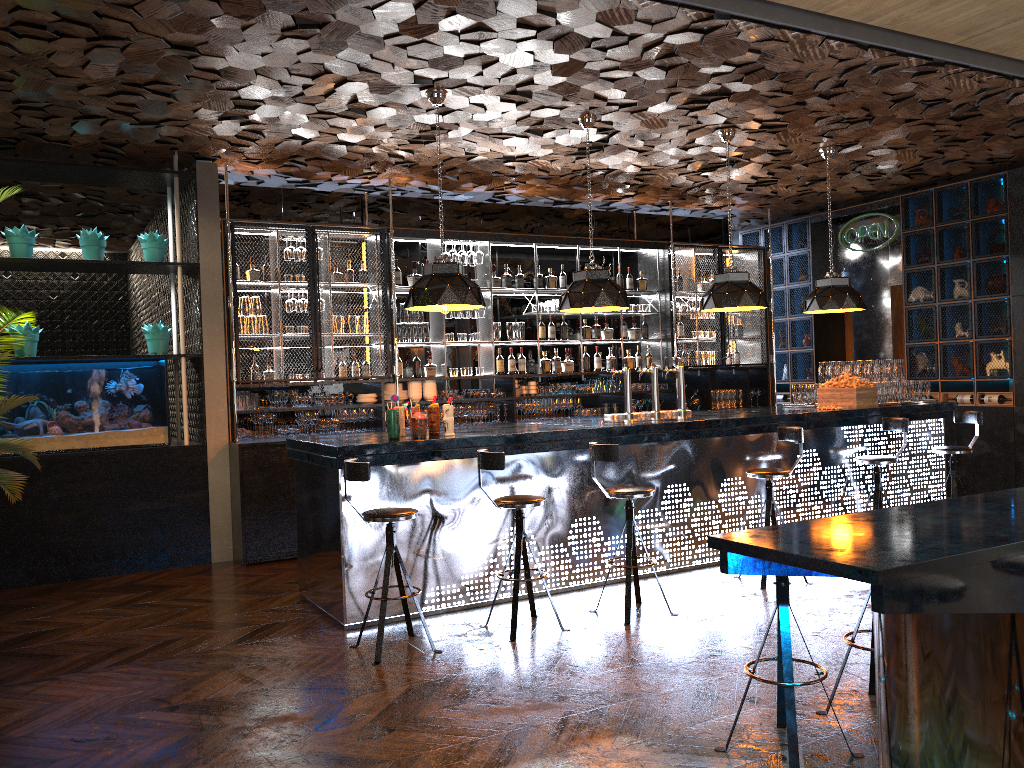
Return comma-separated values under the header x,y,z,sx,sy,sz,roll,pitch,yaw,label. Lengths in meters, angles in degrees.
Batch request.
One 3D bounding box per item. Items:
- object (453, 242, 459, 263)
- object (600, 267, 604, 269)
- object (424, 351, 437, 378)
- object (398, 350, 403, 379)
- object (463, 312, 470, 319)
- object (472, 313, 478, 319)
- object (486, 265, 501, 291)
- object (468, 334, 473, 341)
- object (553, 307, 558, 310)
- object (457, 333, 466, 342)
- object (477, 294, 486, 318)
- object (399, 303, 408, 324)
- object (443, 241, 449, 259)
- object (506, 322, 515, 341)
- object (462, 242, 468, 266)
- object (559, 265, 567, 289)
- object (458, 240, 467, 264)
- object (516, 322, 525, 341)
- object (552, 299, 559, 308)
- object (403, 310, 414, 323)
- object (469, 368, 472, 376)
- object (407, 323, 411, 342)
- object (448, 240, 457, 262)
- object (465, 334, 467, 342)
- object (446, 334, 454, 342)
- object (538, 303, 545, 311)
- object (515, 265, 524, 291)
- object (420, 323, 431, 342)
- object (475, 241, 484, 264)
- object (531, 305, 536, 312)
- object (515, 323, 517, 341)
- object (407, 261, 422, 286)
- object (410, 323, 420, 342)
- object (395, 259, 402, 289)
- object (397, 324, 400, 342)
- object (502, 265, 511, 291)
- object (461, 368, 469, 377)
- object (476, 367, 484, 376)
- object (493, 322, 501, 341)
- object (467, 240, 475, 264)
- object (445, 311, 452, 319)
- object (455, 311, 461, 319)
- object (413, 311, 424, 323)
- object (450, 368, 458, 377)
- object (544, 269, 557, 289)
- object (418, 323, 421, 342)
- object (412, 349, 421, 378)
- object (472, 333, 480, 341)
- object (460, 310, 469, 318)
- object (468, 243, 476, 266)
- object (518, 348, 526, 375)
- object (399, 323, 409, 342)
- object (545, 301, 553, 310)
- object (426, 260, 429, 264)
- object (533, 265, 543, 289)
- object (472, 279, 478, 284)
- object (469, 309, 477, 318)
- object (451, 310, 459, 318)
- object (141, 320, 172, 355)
x,y,z,sx,sy,sz,roll,pitch,yaw,label
-0.607,-1.397,9.516,0.092,0.244,0.092,-2,0,22,object
1.053,-1.220,10.342,0.083,0.282,0.083,-2,1,-29,object
-0.855,-0.204,9.265,0.123,0.279,0.123,-2,0,-15,object
-1.170,-0.201,9.114,0.086,0.299,0.086,-2,0,20,object
-0.499,-0.828,9.568,0.092,0.244,0.092,-2,0,22,object
-0.408,-0.832,9.618,0.092,0.244,0.092,-2,0,22,object
-0.200,-1.159,9.654,0.123,0.279,0.123,-2,1,-40,object
-0.427,-0.495,9.610,0.089,0.092,0.089,-3,1,-44,object
0.491,-0.879,9.993,0.089,0.092,0.089,-2,1,-39,object
-0.536,-0.490,9.414,0.089,0.092,0.089,-2,1,39,object
-0.329,-0.833,9.473,0.092,0.244,0.092,-2,0,22,object
-1.130,-0.734,9.252,0.105,0.209,0.105,-2,0,16,object
-0.703,-1.393,9.463,0.092,0.244,0.092,-2,0,22,object
-0.013,-0.570,9.708,0.105,0.209,0.105,-2,0,16,object
-0.520,-1.400,9.563,0.092,0.244,0.092,-2,0,22,object
0.577,-1.207,10.095,0.086,0.298,0.086,-2,0,20,object
-0.527,-1.399,9.371,0.092,0.244,0.092,-2,0,22,object
0.093,-0.574,9.739,0.105,0.209,0.105,-2,0,16,object
0.490,-0.905,9.992,0.089,0.092,0.089,-2,1,-33,object
-1.071,-0.735,9.156,0.105,0.209,0.105,-2,0,16,object
-0.469,-0.126,9.517,0.089,0.092,0.089,-2,0,-18,object
-1.069,-0.527,9.281,0.105,0.209,0.105,-2,0,16,object
-0.623,-1.395,9.318,0.092,0.244,0.092,-2,0,22,object
-0.528,-0.491,9.546,0.089,0.092,0.089,-2,0,3,object
-0.657,-0.485,9.397,0.089,0.092,0.089,-2,1,39,object
0.318,-0.849,9.861,0.089,0.092,0.089,-2,0,-3,object
0.084,-1.173,9.809,0.083,0.282,0.083,-2,0,-14,object
-0.903,-0.533,9.234,0.105,0.209,0.105,-2,0,16,object
-0.350,-1.406,9.469,0.092,0.244,0.092,-2,0,22,object
0.260,-0.848,10.015,0.089,0.092,0.089,-2,1,33,object
0.052,-0.573,9.839,0.105,0.209,0.105,-2,0,16,object
-1.008,-1.132,9.192,0.123,0.279,0.123,-2,1,-40,object
-1.010,-0.529,9.189,0.105,0.209,0.105,-2,0,16,object
-1.187,-1.137,9.145,0.086,0.298,0.086,-2,0,20,object
-1.180,-0.523,9.229,0.105,0.209,0.105,-2,0,16,object
-0.061,-1.167,9.728,0.083,0.282,0.083,-3,1,-44,object
-0.500,-0.124,9.389,0.089,0.092,0.089,-2,0,24,object
-0.346,-0.131,9.513,0.089,0.092,0.089,-2,0,-18,object
-0.167,-0.563,9.592,0.105,0.209,0.105,-2,0,16,object
-0.440,-1.402,9.419,0.092,0.244,0.092,-2,0,22,object
-0.682,-0.820,9.467,0.092,0.244,0.092,-2,0,22,object
-0.586,-0.824,9.520,0.092,0.244,0.092,-2,0,22,object
-0.973,-0.739,9.221,0.105,0.209,0.105,-2,0,16,object
-0.610,-0.120,9.343,0.089,0.092,0.089,-2,1,33,object
0.435,-1.176,10.000,0.151,0.248,0.094,-2,0,-25,object
-0.968,-0.531,9.325,0.105,0.209,0.105,-2,0,16,object
-0.988,-0.209,9.179,0.086,0.297,0.086,-2,0,5,object
-0.381,-0.495,9.429,0.089,0.092,0.089,-3,1,-44,object
-0.506,-0.826,9.376,0.092,0.244,0.092,-2,0,22,object
-0.429,-1.404,9.613,0.092,0.244,0.092,-2,0,22,object
0.109,-0.254,9.819,0.086,0.298,0.086,-2,0,20,object
-1.114,-0.524,9.131,0.105,0.209,0.105,-2,0,16,object
0.409,-0.873,9.904,0.089,0.092,0.089,-2,0,13,object
-0.881,-1.149,9.281,0.086,0.299,0.086,-2,0,20,object
0.293,-1.188,9.924,0.083,0.282,0.083,-3,1,-44,object
-0.405,-1.064,9.454,0.089,0.092,0.089,-2,1,29,object
-0.419,-0.830,9.423,0.092,0.244,0.092,-2,0,22,object
-0.602,-0.822,9.323,0.092,0.244,0.092,-2,0,22,object
-3.172,-0.409,7.916,0.265,0.325,0.245,-2,1,-35,object
